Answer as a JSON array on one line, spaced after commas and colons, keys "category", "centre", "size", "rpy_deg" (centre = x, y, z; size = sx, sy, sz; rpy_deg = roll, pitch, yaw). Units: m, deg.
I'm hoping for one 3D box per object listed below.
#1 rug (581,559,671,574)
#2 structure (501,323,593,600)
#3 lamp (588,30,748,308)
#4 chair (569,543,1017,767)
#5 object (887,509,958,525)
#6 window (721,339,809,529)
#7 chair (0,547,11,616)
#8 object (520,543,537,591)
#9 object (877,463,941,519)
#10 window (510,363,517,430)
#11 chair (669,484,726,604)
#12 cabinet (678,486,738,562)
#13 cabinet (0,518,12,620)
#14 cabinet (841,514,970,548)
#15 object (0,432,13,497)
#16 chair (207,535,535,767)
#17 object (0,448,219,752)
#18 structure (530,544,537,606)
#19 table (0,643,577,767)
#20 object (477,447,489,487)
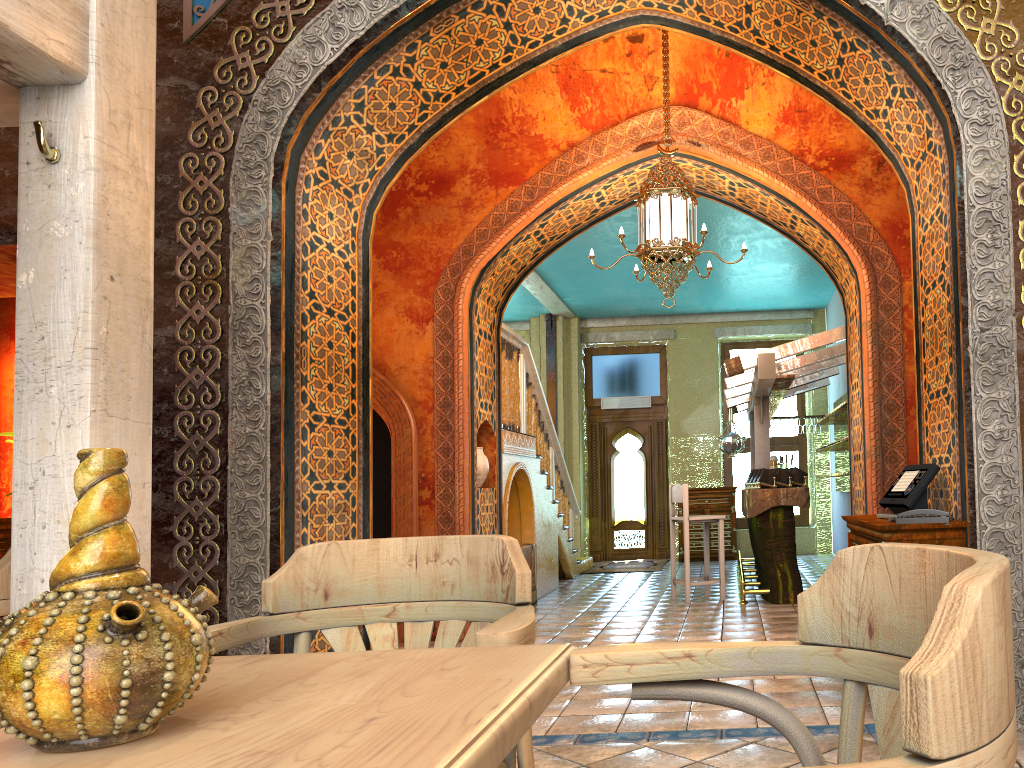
[{"category": "rug", "centre": [1.965, 3.071, 14.424], "size": [1.281, 0.039, 2.472], "rpy_deg": [-4, -8, 11]}, {"category": "structure", "centre": [-0.245, 1.286, 11.676], "size": [1.749, 3.132, 6.063], "rpy_deg": [-3, -6, 13]}, {"category": "lamp", "centre": [1.239, -1.781, 6.847], "size": [1.268, 2.359, 1.150], "rpy_deg": [-2, -4, 7]}, {"category": "chair", "centre": [0.277, 0.816, 1.067], "size": [0.702, 1.176, 0.781], "rpy_deg": [-2, -4, 2]}, {"category": "object", "centre": [2.221, 0.720, 4.605], "size": [0.371, 0.086, 0.351], "rpy_deg": [-5, -8, 22]}, {"category": "window", "centre": [4.616, 0.907, 15.548], "size": [1.520, 3.411, 0.089], "rpy_deg": [-2, -3, 1]}, {"category": "chair", "centre": [-1.894, 1.124, 2.751], "size": [0.778, 1.176, 0.695], "rpy_deg": [1, -5, -33]}, {"category": "object", "centre": [0.112, 2.070, 9.469], "size": [0.147, 0.553, 0.911], "rpy_deg": [-2, -6, 13]}, {"category": "object", "centre": [2.350, 0.640, 5.067], "size": [0.256, 0.317, 0.454], "rpy_deg": [-2, -6, 1]}, {"category": "window", "centre": [-0.664, 1.126, 15.621], "size": [1.520, 3.411, 0.089], "rpy_deg": [-2, -3, 1]}, {"category": "chair", "centre": [2.127, 1.802, 9.760], "size": [0.534, 1.332, 0.469], "rpy_deg": [-1, -4, -18]}, {"category": "cabinet", "centre": [3.454, 2.483, 15.042], "size": [1.103, 1.300, 0.625], "rpy_deg": [-2, -4, 4]}, {"category": "cabinet", "centre": [-4.662, 1.709, 6.661], "size": [0.599, 1.254, 1.516], "rpy_deg": [-2, -6, 12]}, {"category": "cabinet", "centre": [2.339, 1.338, 5.128], "size": [0.480, 1.049, 1.541], "rpy_deg": [-3, -6, 13]}, {"category": "object", "centre": [-3.683, 1.191, 7.413], "size": [1.066, 2.416, 1.347], "rpy_deg": [-4, -5, 33]}, {"category": "chair", "centre": [-0.315, 0.942, 1.844], "size": [0.772, 1.176, 0.710], "rpy_deg": [-2, -4, 6]}, {"category": "object", "centre": [-0.482, 0.244, 0.999], "size": [0.220, 0.334, 0.244], "rpy_deg": [-3, -5, 17]}, {"category": "structure", "centre": [0.109, 2.160, 9.480], "size": [0.106, 0.686, 1.045], "rpy_deg": [-2, -6, 14]}, {"category": "table", "centre": [-0.531, 0.916, 0.975], "size": [1.037, 1.000, 1.081], "rpy_deg": [-3, -5, 8]}, {"category": "object", "centre": [-0.350, 0.806, 8.218], "size": [0.232, 0.383, 0.273], "rpy_deg": [-4, -5, 25]}]
